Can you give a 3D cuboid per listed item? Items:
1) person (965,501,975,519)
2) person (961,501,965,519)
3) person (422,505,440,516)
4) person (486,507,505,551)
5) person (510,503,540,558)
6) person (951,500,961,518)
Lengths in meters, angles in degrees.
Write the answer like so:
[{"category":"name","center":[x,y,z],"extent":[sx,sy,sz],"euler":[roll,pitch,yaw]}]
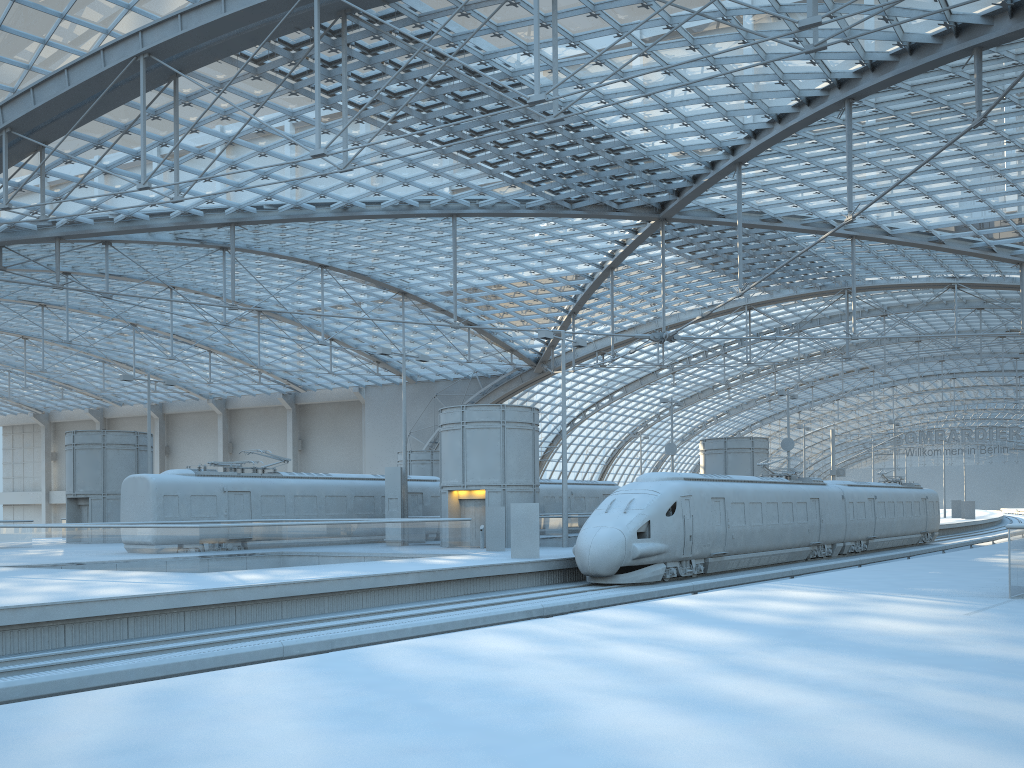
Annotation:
[{"category":"person","center":[41.395,11.435,79.376],"extent":[0.829,1.731,0.001],"euler":[-2,-1,38]},{"category":"person","center":[42.817,11.882,82.770],"extent":[0.877,1.705,0.001],"euler":[-2,-1,38]},{"category":"person","center":[-3.642,6.351,39.740],"extent":[0.827,1.731,0.001],"euler":[-1,0,12]},{"category":"person","center":[-0.568,5.113,30.871],"extent":[0.711,1.611,0.001],"euler":[-1,-1,17]},{"category":"person","center":[0.411,4.435,26.438],"extent":[0.875,1.705,0.001],"euler":[-1,0,12]},{"category":"person","center":[44.010,12.425,87.186],"extent":[0.902,1.798,0.001],"euler":[-2,-1,33]}]
